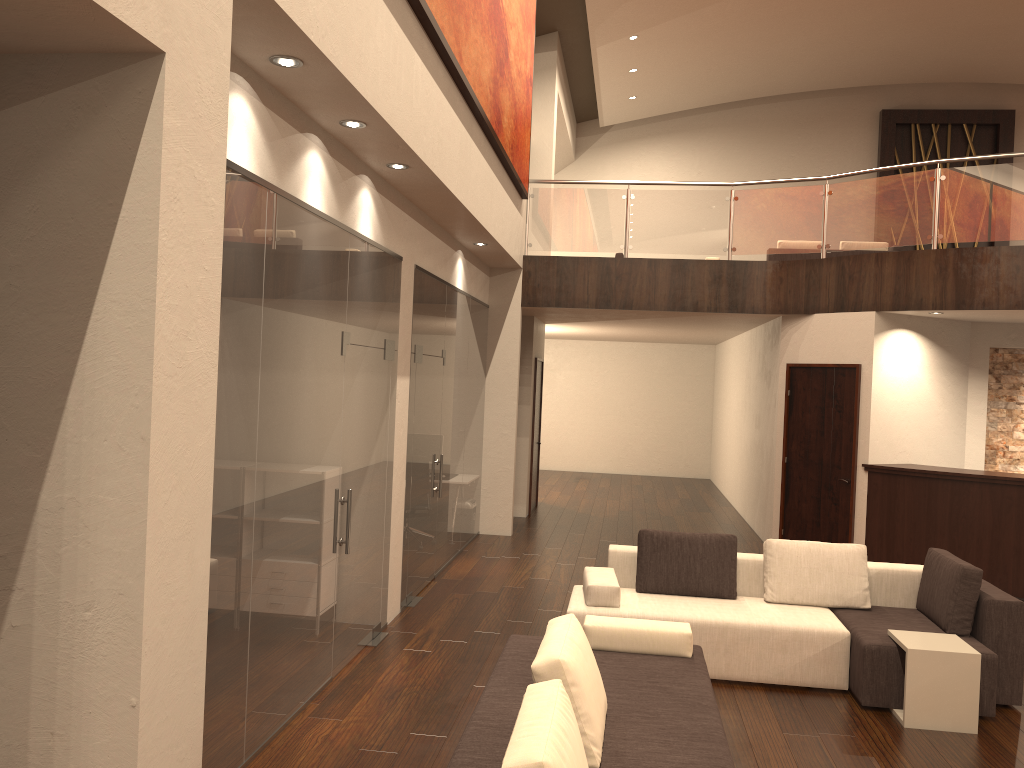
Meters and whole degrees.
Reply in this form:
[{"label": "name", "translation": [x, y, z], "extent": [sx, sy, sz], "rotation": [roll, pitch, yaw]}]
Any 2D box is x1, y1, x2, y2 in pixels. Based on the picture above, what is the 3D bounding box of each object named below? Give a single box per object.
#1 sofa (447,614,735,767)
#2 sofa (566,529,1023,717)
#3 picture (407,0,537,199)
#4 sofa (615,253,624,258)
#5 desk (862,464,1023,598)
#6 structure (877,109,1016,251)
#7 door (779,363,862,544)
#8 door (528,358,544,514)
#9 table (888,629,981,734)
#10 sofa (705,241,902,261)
[{"label": "sofa", "translation": [1.165, 1.512, 3.487], "extent": [2.586, 0.862, 3.366], "rotation": [2, 0, 8]}, {"label": "sofa", "translation": [1.812, 1.525, 6.034], "extent": [2.846, 0.862, 1.291], "rotation": [2, 0, 8]}, {"label": "picture", "translation": [-0.214, -3.442, 7.256], "extent": [0.070, 2.526, 6.485], "rotation": [2, 0, 8]}, {"label": "sofa", "translation": [3.383, -1.891, 16.550], "extent": [3.366, 0.862, 2.586], "rotation": [2, 0, 8]}, {"label": "desk", "translation": [7.208, 1.584, 8.723], "extent": [7.146, 1.171, 1.674], "rotation": [2, 0, 9]}, {"label": "structure", "translation": [8.631, -3.364, 17.803], "extent": [2.524, 4.236, 0.187], "rotation": [2, 0, 8]}, {"label": "door", "translation": [3.456, 0.888, 9.984], "extent": [0.104, 2.232, 0.990], "rotation": [2, 0, -32]}, {"label": "door", "translation": [0.344, 0.738, 13.119], "extent": [0.104, 2.232, 0.990], "rotation": [2, 0, 8]}, {"label": "table", "translation": [2.494, 1.761, 5.280], "extent": [0.400, 0.460, 0.400], "rotation": [2, 0, 8]}, {"label": "sofa", "translation": [4.774, -1.822, 14.853], "extent": [3.366, 0.862, 2.586], "rotation": [2, 0, 8]}]
